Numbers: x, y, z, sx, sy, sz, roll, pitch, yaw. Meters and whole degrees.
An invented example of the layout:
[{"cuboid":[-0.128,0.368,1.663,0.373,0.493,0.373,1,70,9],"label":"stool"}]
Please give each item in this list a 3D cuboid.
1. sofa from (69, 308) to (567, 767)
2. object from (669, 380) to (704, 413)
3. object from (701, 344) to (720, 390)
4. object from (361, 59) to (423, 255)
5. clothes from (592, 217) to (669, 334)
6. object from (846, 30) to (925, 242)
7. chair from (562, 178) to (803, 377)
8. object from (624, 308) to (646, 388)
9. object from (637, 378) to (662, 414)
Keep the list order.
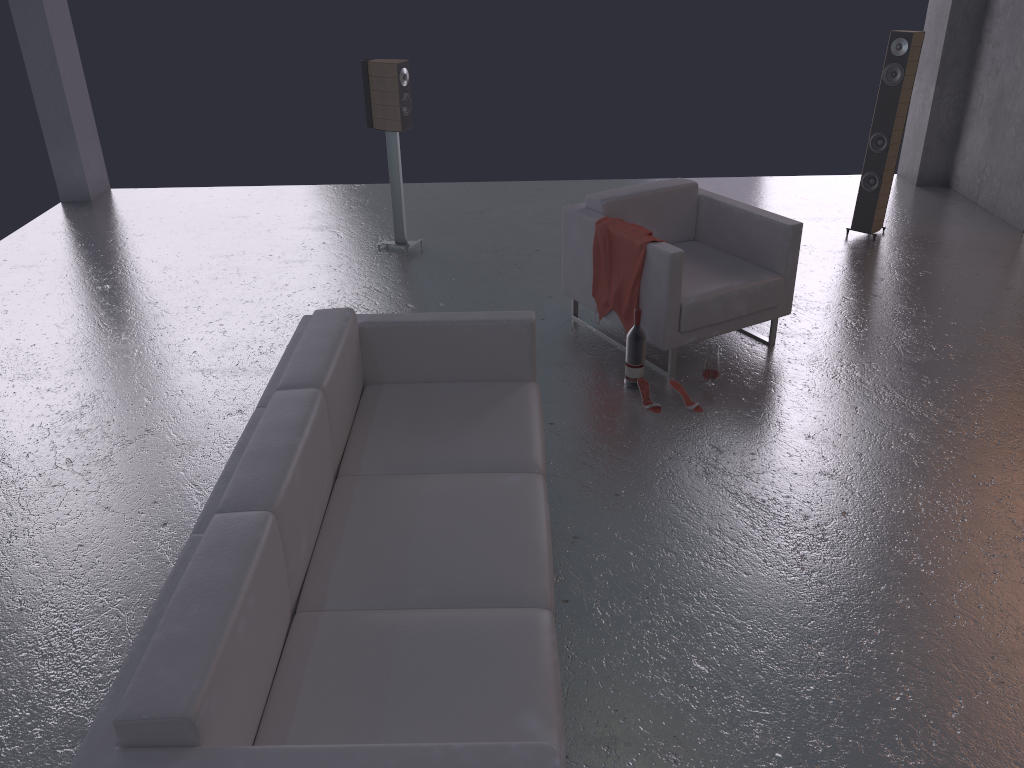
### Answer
[{"cuboid":[-0.380,0.527,2.924,1.026,0.824,2.353,-1,28,0],"label":"sofa"},{"cuboid":[0.895,0.062,4.543,0.079,0.087,0.235,-18,32,-28],"label":"object"},{"cuboid":[1.051,-0.091,4.671,0.091,0.233,0.091,13,31,25],"label":"object"},{"cuboid":[-0.874,-1.646,6.477,0.333,1.363,0.243,15,32,27],"label":"object"},{"cuboid":[0.666,-0.589,4.943,0.254,0.604,0.574,-16,31,-26],"label":"clothes"},{"cuboid":[2.797,-1.835,6.573,0.244,1.473,0.444,24,37,39],"label":"object"},{"cuboid":[0.960,-0.678,5.177,0.936,0.808,1.026,-16,31,-26],"label":"chair"},{"cuboid":[0.651,-0.192,4.659,0.109,0.435,0.109,12,31,24],"label":"object"},{"cuboid":[0.699,0.061,4.551,0.079,0.087,0.235,-12,30,-19],"label":"object"}]
